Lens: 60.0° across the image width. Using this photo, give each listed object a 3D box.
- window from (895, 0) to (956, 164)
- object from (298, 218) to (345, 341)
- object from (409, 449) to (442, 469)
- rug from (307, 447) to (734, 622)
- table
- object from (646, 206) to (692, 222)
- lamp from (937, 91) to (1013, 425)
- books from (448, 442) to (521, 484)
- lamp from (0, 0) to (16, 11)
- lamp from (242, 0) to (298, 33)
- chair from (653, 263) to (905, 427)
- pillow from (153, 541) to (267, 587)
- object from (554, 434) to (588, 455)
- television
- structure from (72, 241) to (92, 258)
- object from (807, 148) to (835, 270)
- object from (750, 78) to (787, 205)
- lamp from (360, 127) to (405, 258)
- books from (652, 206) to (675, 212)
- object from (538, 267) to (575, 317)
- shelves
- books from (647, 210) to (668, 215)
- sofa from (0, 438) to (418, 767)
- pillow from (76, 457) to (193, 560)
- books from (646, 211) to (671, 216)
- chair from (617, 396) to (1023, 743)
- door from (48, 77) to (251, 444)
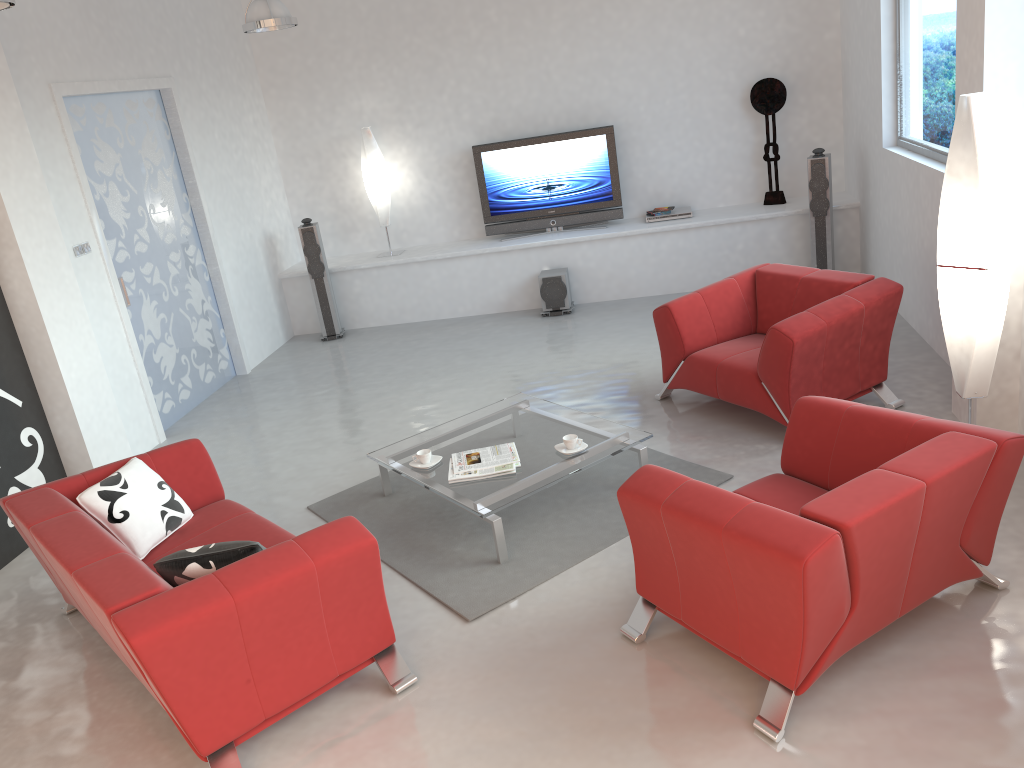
[{"bbox_3d":[2.684,-2.253,5.374,0.100,1.800,2.400,-5,19,11],"label":"window"},{"bbox_3d":[-1.856,-1.020,8.578,0.255,1.184,0.273,-10,19,-3],"label":"object"},{"bbox_3d":[-0.460,0.392,4.697,0.153,0.069,0.153,5,24,35],"label":"object"},{"bbox_3d":[-0.008,0.599,4.885,1.700,0.025,1.700,-21,22,-32],"label":"rug"},{"bbox_3d":[-0.020,0.459,4.843,1.097,0.286,1.162,-21,22,-32],"label":"table"},{"bbox_3d":[1.499,-1.624,8.481,0.430,0.045,0.352,-5,19,11],"label":"object"},{"bbox_3d":[2.107,-0.400,4.050,0.313,1.779,0.313,-8,19,3],"label":"lamp"},{"bbox_3d":[-0.140,0.400,4.577,0.367,0.035,0.345,-9,19,1],"label":"books"},{"bbox_3d":[-2.175,-1.813,3.281,0.379,0.800,0.379,-8,19,4],"label":"lamp"},{"bbox_3d":[-1.743,-2.853,6.061,0.379,0.800,0.379,-7,19,7],"label":"lamp"},{"bbox_3d":[1.590,-0.239,5.424,0.951,0.738,1.288,-19,21,-27],"label":"chair"},{"bbox_3d":[-1.085,0.723,3.366,0.402,0.343,0.288,-8,19,4],"label":"pillow"},{"bbox_3d":[0.303,0.307,4.586,0.153,0.069,0.153,-17,20,-21],"label":"object"},{"bbox_3d":[0.351,-1.922,8.549,1.356,0.919,0.343,-5,19,11],"label":"television"},{"bbox_3d":[-2.856,-0.896,5.897,0.016,0.080,0.170,-5,19,11],"label":"structure"},{"bbox_3d":[2.689,-1.451,7.704,0.255,1.184,0.273,0,21,25],"label":"object"},{"bbox_3d":[2.377,-2.215,8.125,0.331,1.130,0.108,4,23,34],"label":"object"},{"bbox_3d":[-1.310,-1.888,8.731,0.263,1.239,0.263,-8,19,3],"label":"lamp"},{"bbox_3d":[1.443,-1.665,8.443,0.190,0.015,0.135,-2,20,20],"label":"books"},{"bbox_3d":[0.407,-0.861,8.315,0.336,0.374,0.337,-5,19,11],"label":"object"},{"bbox_3d":[0.413,-1.430,8.598,5.500,0.050,0.650,-5,19,11],"label":"shelves"},{"bbox_3d":[1.396,-1.648,8.462,0.190,0.015,0.135,-12,19,-8],"label":"books"},{"bbox_3d":[-1.371,0.813,3.784,0.951,0.738,1.929,-24,24,-36],"label":"sofa"},{"bbox_3d":[-1.736,0.570,4.107,0.288,0.343,0.402,-3,20,18],"label":"pillow"},{"bbox_3d":[1.399,-1.633,8.464,0.190,0.015,0.135,-17,21,-22],"label":"books"},{"bbox_3d":[1.142,0.556,3.354,1.288,0.738,0.951,-19,21,-27],"label":"chair"},{"bbox_3d":[-2.786,-1.017,6.904,0.240,2.550,1.600,-5,19,11],"label":"door"}]
